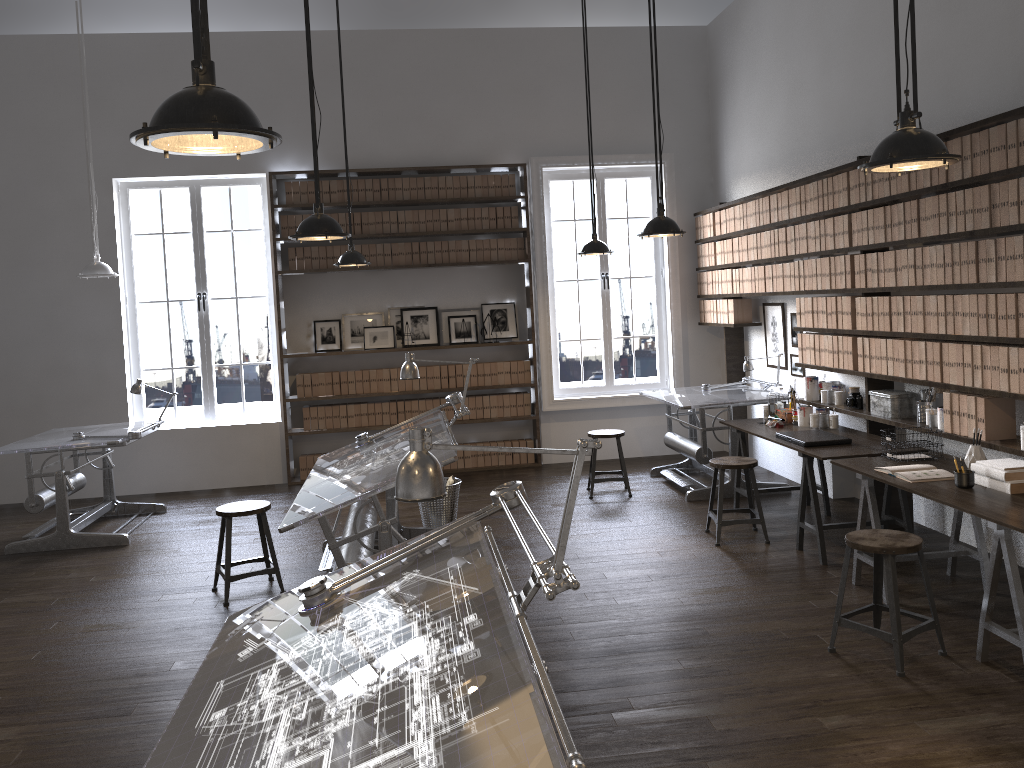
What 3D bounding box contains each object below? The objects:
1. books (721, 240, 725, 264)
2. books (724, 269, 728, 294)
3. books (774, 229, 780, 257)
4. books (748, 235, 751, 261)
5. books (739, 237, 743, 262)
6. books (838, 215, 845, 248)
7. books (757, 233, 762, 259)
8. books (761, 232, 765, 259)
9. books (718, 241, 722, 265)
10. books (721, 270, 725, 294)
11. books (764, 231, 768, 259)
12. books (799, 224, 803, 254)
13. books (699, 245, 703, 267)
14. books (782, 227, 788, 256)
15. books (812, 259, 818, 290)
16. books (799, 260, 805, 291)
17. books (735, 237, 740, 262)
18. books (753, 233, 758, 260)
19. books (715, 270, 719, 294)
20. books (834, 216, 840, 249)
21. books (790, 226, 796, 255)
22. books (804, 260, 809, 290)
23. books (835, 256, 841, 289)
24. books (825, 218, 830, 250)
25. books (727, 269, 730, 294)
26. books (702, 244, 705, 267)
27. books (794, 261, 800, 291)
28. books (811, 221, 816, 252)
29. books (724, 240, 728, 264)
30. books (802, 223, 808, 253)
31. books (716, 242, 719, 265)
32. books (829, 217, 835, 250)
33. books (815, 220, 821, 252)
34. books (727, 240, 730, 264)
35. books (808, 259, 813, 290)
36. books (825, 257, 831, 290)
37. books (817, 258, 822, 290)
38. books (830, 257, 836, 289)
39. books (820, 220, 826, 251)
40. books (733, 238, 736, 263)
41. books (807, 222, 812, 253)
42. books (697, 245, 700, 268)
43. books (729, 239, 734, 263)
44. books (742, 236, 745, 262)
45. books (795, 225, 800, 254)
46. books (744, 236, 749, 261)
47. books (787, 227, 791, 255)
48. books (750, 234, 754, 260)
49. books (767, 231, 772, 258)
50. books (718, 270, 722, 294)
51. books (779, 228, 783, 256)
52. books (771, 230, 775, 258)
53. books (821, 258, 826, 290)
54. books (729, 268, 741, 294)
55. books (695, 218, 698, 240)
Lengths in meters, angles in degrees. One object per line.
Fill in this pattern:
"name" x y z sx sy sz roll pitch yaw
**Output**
"books" 2.031 -1.216 8.186 0.174 0.225 0.067 -3 3 -7
"books" 2.053 -0.948 8.171 0.174 0.225 0.067 -3 3 -7
"books" 2.178 -1.116 7.018 0.174 0.225 0.067 -3 3 -7
"books" 2.112 -1.164 7.567 0.174 0.225 0.067 -3 3 -7
"books" 2.088 -1.181 7.771 0.174 0.225 0.067 -3 3 -7
"books" 2.305 -1.027 5.980 0.174 0.225 0.067 -3 3 -7
"books" 2.137 -1.146 7.363 0.174 0.225 0.067 -3 3 -7
"books" 2.148 -1.140 7.294 0.174 0.225 0.067 -3 3 -7
"books" 2.022 -1.223 8.258 0.174 0.225 0.067 -3 3 -7
"books" 2.047 -0.954 8.240 0.174 0.225 0.067 -3 3 -7
"books" 2.152 -1.134 7.225 0.174 0.225 0.067 -3 3 -7
"books" 2.233 -1.079 6.584 0.174 0.225 0.067 -3 3 -7
"books" 1.957 -1.275 8.802 0.174 0.225 0.067 -3 3 -7
"books" 2.193 -1.103 6.869 0.174 0.225 0.067 -3 3 -7
"books" 2.266 -0.795 6.400 0.174 0.225 0.067 -3 3 -7
"books" 2.243 -0.813 6.608 0.174 0.225 0.067 -3 3 -7
"books" 2.075 -1.187 7.841 0.174 0.225 0.067 -3 3 -7
"books" 2.125 -1.152 7.432 0.174 0.225 0.067 -3 3 -7
"books" 2.022 -0.965 8.381 0.174 0.225 0.067 -3 3 -7
"books" 2.298 -1.033 6.042 0.174 0.225 0.067 -3 3 -7
"books" 2.212 -1.091 6.724 0.174 0.225 0.067 -3 3 -7
"books" 2.255 -0.808 6.540 0.174 0.225 0.067 -3 3 -7
"books" 2.312 -0.767 6.063 0.174 0.225 0.067 -3 3 -7
"books" 2.284 -1.044 6.178 0.174 0.225 0.067 -3 3 -7
"books" 2.061 -0.941 8.097 0.174 0.225 0.067 -3 3 -7
"books" 1.967 -1.269 8.730 0.174 0.225 0.067 -3 3 -7
"books" 2.231 -0.819 6.680 0.174 0.225 0.067 -3 3 -7
"books" 2.254 -1.062 6.388 0.174 0.225 0.067 -3 3 -7
"books" 2.043 -1.211 8.124 0.174 0.225 0.067 -3 3 -7
"books" 2.236 -1.073 6.517 0.174 0.225 0.067 -3 3 -7
"books" 2.017 -1.229 8.331 0.174 0.225 0.067 -3 3 -7
"books" 2.286 -1.038 6.108 0.174 0.225 0.067 -3 3 -7
"books" 2.261 -1.056 6.316 0.174 0.225 0.067 -3 3 -7
"books" 2.053 -1.206 8.060 0.174 0.225 0.067 -3 3 -7
"books" 2.262 -0.802 6.470 0.174 0.225 0.067 -3 3 -7
"books" 2.290 -0.778 6.199 0.174 0.225 0.067 -3 3 -7
"books" 2.277 -0.789 6.328 0.174 0.225 0.067 -3 3 -7
"books" 2.304 -0.773 6.133 0.174 0.225 0.067 -3 3 -7
"books" 2.274 -1.050 6.247 0.174 0.225 0.067 -3 3 -7
"books" 2.071 -1.193 7.912 0.174 0.225 0.067 -3 3 -7
"books" 2.248 -1.068 6.451 0.174 0.225 0.067 -3 3 -7
"books" 1.952 -1.281 8.872 0.174 0.225 0.067 -3 3 -7
"books" 2.057 -1.199 7.986 0.174 0.225 0.067 -3 3 -7
"books" 2.097 -1.175 7.700 0.174 0.225 0.067 -3 3 -7
"books" 2.225 -1.085 6.655 0.174 0.225 0.067 -3 3 -7
"books" 2.099 -1.169 7.633 0.174 0.225 0.067 -3 3 -7
"books" 2.208 -1.097 6.795 0.174 0.225 0.067 -3 3 -7
"books" 2.118 -1.158 7.505 0.174 0.225 0.067 -3 3 -7
"books" 2.158 -1.128 7.152 0.174 0.225 0.067 -3 3 -7
"books" 2.035 -0.959 8.309 0.174 0.225 0.067 -3 3 -7
"books" 2.190 -1.110 6.943 0.174 0.225 0.067 -3 3 -7
"books" 2.166 -1.121 7.081 0.174 0.225 0.067 -3 3 -7
"books" 2.286 -0.784 6.266 0.174 0.225 0.067 -3 3 -7
"books" 2.065 -0.935 8.033 0.174 0.225 0.067 -3 3 -7
"books" 1.931 -1.558 8.870 0.174 0.225 0.067 -3 3 -7
